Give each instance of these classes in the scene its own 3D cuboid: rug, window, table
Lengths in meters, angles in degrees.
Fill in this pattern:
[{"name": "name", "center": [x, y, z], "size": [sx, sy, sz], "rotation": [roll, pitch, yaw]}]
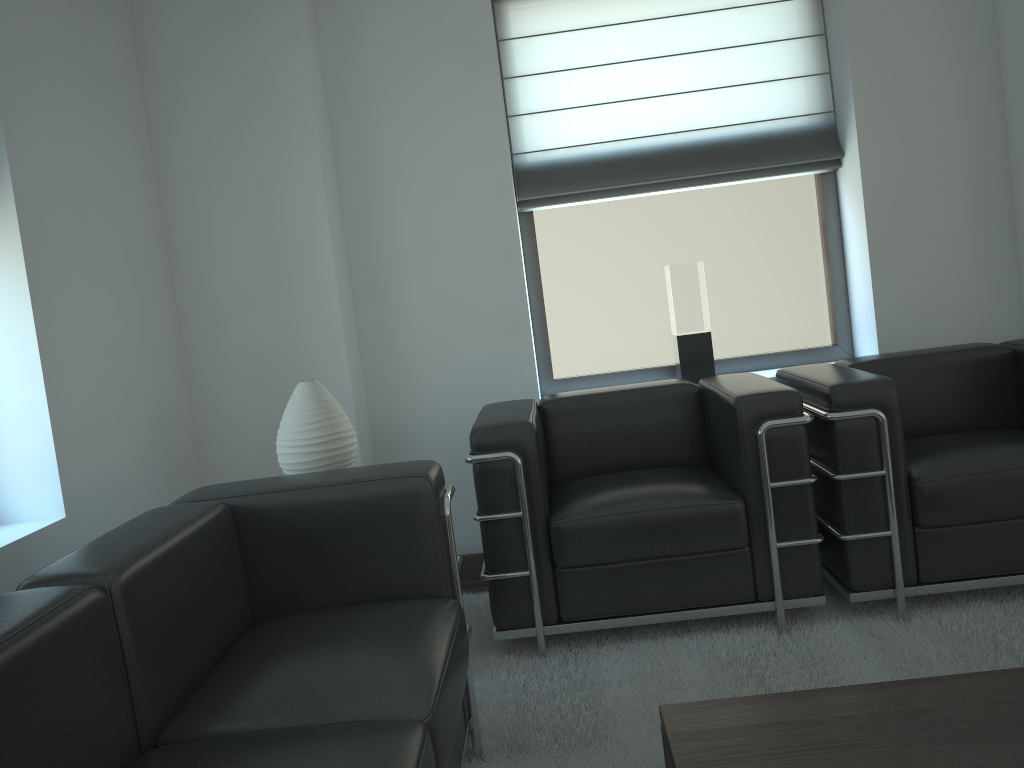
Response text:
[{"name": "rug", "center": [1.012, 1.393, 2.127], "size": [5.167, 0.110, 6.269], "rotation": [-7, 6, 3]}, {"name": "window", "center": [1.085, -1.396, 5.998], "size": [2.131, 2.726, 0.146], "rotation": [-7, 4, 3]}, {"name": "table", "center": [1.394, 1.191, 1.741], "size": [1.920, 0.440, 1.941], "rotation": [-7, 5, 3]}]

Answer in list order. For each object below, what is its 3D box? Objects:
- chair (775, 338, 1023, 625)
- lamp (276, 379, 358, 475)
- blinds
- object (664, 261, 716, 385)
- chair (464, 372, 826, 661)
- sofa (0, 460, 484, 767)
[{"name": "chair", "center": [2.329, 0.431, 4.569], "size": [1.645, 1.168, 1.126], "rotation": [-7, 5, 3]}, {"name": "lamp", "center": [-0.913, 0.301, 4.162], "size": [0.374, 0.653, 0.376], "rotation": [-5, 5, 32]}, {"name": "blinds", "center": [1.002, -2.000, 5.789], "size": [2.122, 1.473, 0.223], "rotation": [-7, 4, 3]}, {"name": "object", "center": [1.155, -0.394, 5.753], "size": [0.243, 0.774, 0.239], "rotation": [-7, 4, 3]}, {"name": "chair", "center": [0.659, 0.634, 4.654], "size": [1.645, 1.168, 1.126], "rotation": [-7, 5, 3]}, {"name": "sofa", "center": [-0.757, 1.083, 1.900], "size": [1.123, 1.167, 3.486], "rotation": [-7, 5, 3]}]
